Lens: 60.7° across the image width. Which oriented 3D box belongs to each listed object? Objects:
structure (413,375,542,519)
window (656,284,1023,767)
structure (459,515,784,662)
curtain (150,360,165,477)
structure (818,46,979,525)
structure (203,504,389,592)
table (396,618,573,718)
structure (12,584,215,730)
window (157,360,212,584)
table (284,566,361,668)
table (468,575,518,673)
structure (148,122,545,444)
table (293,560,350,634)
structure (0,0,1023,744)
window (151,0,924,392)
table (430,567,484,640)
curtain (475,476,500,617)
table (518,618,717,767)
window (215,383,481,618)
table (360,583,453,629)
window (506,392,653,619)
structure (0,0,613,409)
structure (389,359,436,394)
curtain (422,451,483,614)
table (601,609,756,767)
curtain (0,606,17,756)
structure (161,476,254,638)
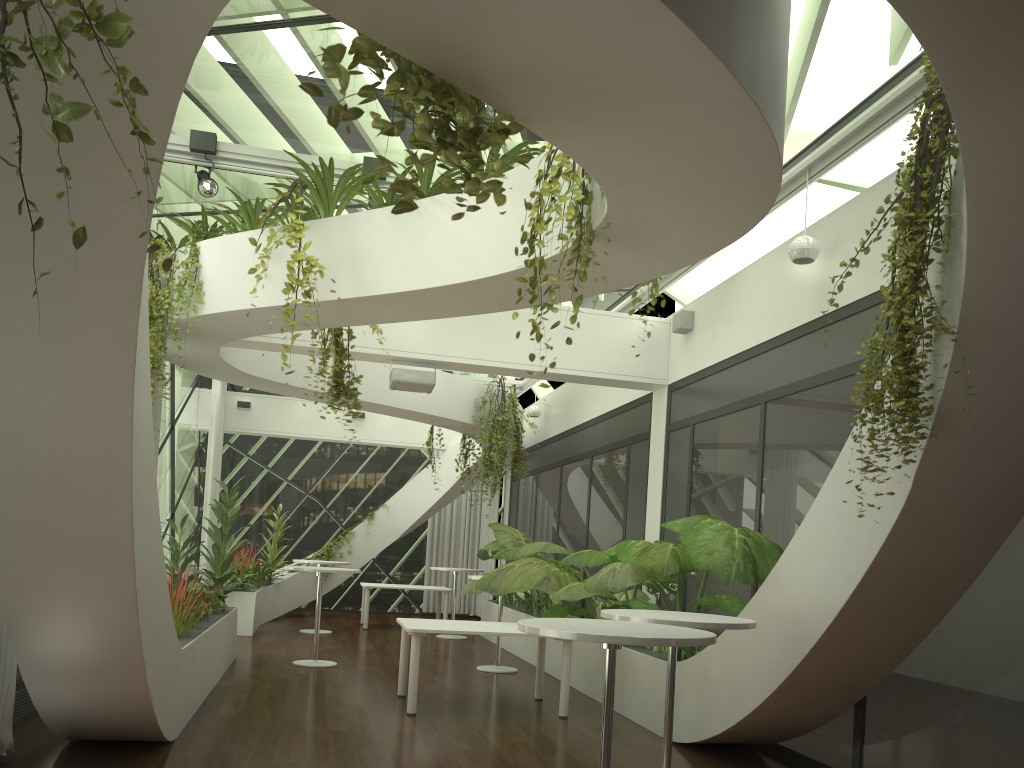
[{"bbox_3d":[-0.519,0.902,12.592,1.437,2.057,1.654,-1,-7,42],"label":"structure"},{"bbox_3d":[2.332,1.005,5.682,0.050,3.206,7.185,4,-9,-12],"label":"window"},{"bbox_3d":[0.292,2.373,9.877,1.787,1.696,9.017,5,-11,-12],"label":"structure"},{"bbox_3d":[-3.784,0.765,8.946,0.160,4.061,1.049,4,-2,-13],"label":"curtain"},{"bbox_3d":[1.836,-0.430,3.866,0.615,2.101,1.075,3,-4,0],"label":"structure"},{"bbox_3d":[-4.007,2.629,14.596,2.030,1.653,4.851,1,-10,19],"label":"structure"},{"bbox_3d":[-0.269,2.541,7.876,1.504,0.712,1.081,5,-8,-12],"label":"table"},{"bbox_3d":[-4.329,2.769,9.751,0.259,0.498,15.333,4,-11,-12],"label":"structure"},{"bbox_3d":[-4.209,0.592,9.099,0.084,4.585,16.972,4,-10,-12],"label":"window"},{"bbox_3d":[-2.181,2.633,9.917,0.854,1.088,0.868,1,-6,23],"label":"table"},{"bbox_3d":[-0.128,2.844,10.370,0.854,1.088,0.868,1,-6,23],"label":"table"},{"bbox_3d":[-1.614,-0.361,6.771,4.635,2.296,1.462,-5,-9,41],"label":"structure"},{"bbox_3d":[-2.956,3.264,13.414,0.854,1.088,0.868,1,-6,23],"label":"table"},{"bbox_3d":[-0.558,0.685,5.116,5.925,4.174,24.716,4,-11,-6],"label":"structure"},{"bbox_3d":[-1.314,-1.400,9.782,5.703,0.054,16.939,6,-11,-12],"label":"window"},{"bbox_3d":[-0.902,3.474,13.867,0.854,1.088,0.868,1,-6,23],"label":"table"},{"bbox_3d":[-0.429,2.602,17.395,0.160,4.061,1.004,4,-2,-13],"label":"curtain"},{"bbox_3d":[0.421,1.604,3.801,0.861,1.088,0.861,6,-6,-27],"label":"table"},{"bbox_3d":[-3.225,2.347,17.843,5.753,4.613,0.038,5,-2,-12],"label":"window"},{"bbox_3d":[-1.847,3.825,14.997,1.504,0.712,1.081,5,-8,-12],"label":"table"},{"bbox_3d":[0.705,2.329,13.026,0.050,3.206,7.275,4,-9,-12],"label":"window"},{"bbox_3d":[-0.443,-0.796,2.875,1.230,1.842,3.250,-1,-9,43],"label":"structure"},{"bbox_3d":[-1.003,-0.077,8.820,0.463,0.274,0.392,5,-8,-12],"label":"structure"},{"bbox_3d":[-1.113,2.690,18.065,1.234,4.061,0.160,4,-2,-13],"label":"curtain"},{"bbox_3d":[0.897,1.847,4.907,0.861,1.088,0.861,6,-6,-27],"label":"table"},{"bbox_3d":[-2.813,0.063,4.786,0.210,4.149,1.092,4,-2,-12],"label":"curtain"},{"bbox_3d":[-2.845,1.505,7.911,0.856,1.581,3.369,4,-9,-12],"label":"structure"}]
